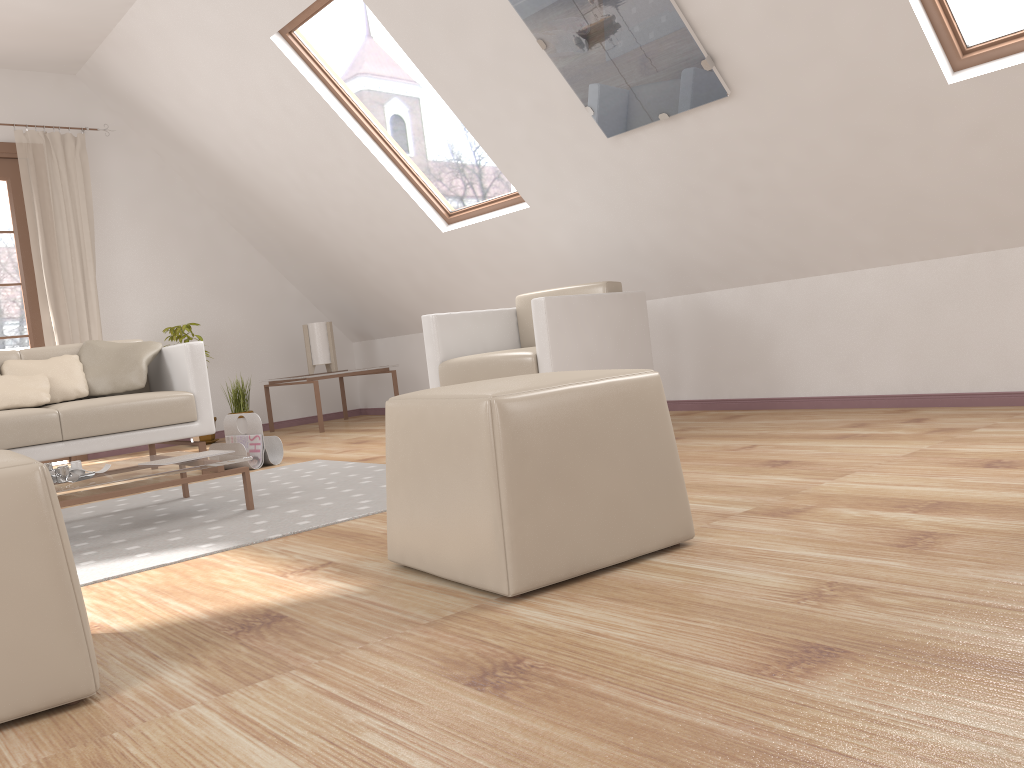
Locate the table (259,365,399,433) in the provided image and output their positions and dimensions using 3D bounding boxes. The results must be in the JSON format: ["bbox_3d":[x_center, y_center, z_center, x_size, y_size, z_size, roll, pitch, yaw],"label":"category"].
[{"bbox_3d":[-1.319,0.111,6.489,0.730,0.390,0.773,-9,4,-41],"label":"table"}]

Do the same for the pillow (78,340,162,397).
[{"bbox_3d":[-1.922,-0.093,4.314,0.424,0.276,0.269,-6,3,11],"label":"pillow"}]

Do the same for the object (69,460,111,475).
[{"bbox_3d":[-1.435,0.281,2.991,0.143,0.052,0.064,-9,4,-39],"label":"object"}]

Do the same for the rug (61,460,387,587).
[{"bbox_3d":[-1.518,0.514,2.820,2.800,0.007,1.600,-9,4,-39],"label":"rug"}]

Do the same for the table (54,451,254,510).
[{"bbox_3d":[-1.541,0.421,2.892,1.173,0.190,0.730,-9,4,-39],"label":"table"}]

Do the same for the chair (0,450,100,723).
[{"bbox_3d":[-0.993,0.326,1.417,0.506,0.394,0.506,-9,4,-34],"label":"chair"}]

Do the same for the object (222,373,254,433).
[{"bbox_3d":[-1.874,0.145,6.126,0.209,0.480,0.234,-6,3,17],"label":"object"}]

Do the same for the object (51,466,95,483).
[{"bbox_3d":[-1.409,0.287,2.832,0.143,0.051,0.064,-6,3,21],"label":"object"}]

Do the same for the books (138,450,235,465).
[{"bbox_3d":[-1.156,0.263,3.168,0.192,0.005,0.280,-4,4,43],"label":"books"}]

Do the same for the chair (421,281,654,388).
[{"bbox_3d":[0.135,-0.104,4.238,0.748,0.706,0.820,-4,4,41],"label":"chair"}]

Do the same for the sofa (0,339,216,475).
[{"bbox_3d":[-2.371,0.208,3.865,1.880,0.706,0.820,-9,4,-39],"label":"sofa"}]

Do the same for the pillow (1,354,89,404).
[{"bbox_3d":[-2.187,-0.019,4.152,0.351,0.225,0.196,-9,3,-34],"label":"pillow"}]

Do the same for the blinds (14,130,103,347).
[{"bbox_3d":[-2.891,-0.603,5.850,0.424,2.129,0.123,-9,4,-44],"label":"blinds"}]

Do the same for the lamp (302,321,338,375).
[{"bbox_3d":[-1.428,-0.270,6.627,0.221,0.375,0.180,-7,3,-5],"label":"lamp"}]

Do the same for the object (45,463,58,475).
[{"bbox_3d":[-1.585,0.295,3.048,0.064,0.052,0.143,-7,3,-9],"label":"object"}]

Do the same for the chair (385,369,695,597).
[{"bbox_3d":[0.035,0.178,1.947,0.506,0.394,0.506,-9,4,-35],"label":"chair"}]

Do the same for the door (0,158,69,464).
[{"bbox_3d":[-3.663,-0.391,5.383,1.546,2.001,0.098,-9,4,-39],"label":"door"}]

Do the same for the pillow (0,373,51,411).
[{"bbox_3d":[-2.236,0.041,3.923,0.363,0.170,0.227,-9,3,-34],"label":"pillow"}]

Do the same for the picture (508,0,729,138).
[{"bbox_3d":[0.324,-1.418,3.428,0.683,0.738,0.650,-9,4,-39],"label":"picture"}]

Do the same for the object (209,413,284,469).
[{"bbox_3d":[-1.326,0.279,4.394,0.315,0.267,0.212,-4,4,38],"label":"object"}]

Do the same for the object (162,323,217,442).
[{"bbox_3d":[-2.230,-0.002,6.164,0.307,0.846,0.311,-4,4,43],"label":"object"}]
